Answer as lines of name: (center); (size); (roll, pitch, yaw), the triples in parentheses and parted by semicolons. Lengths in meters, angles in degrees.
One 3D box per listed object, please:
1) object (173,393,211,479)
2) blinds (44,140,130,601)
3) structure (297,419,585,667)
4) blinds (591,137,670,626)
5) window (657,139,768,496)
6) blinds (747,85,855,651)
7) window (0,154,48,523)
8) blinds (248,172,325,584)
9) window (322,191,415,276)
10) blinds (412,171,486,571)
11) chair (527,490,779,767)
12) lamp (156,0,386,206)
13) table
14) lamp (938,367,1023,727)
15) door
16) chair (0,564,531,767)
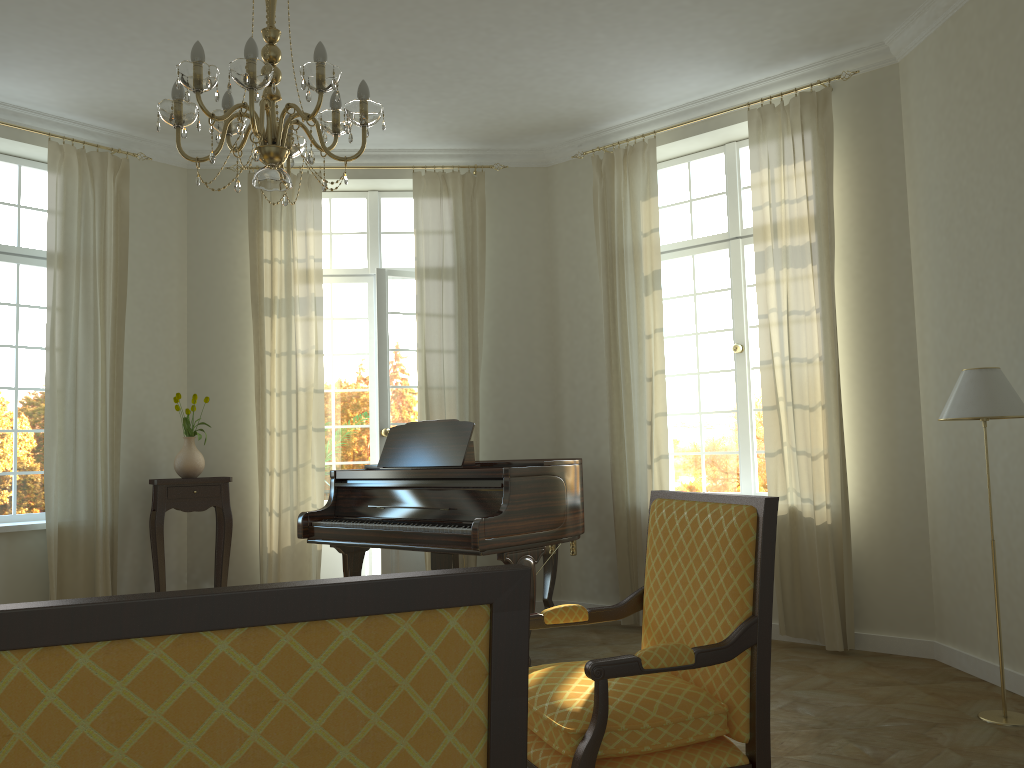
object: (-2.308, 0.370, 6.362); (0.242, 0.609, 0.264); (-3, -5, 20)
blinds: (-2.880, 0.068, 5.999); (0.159, 3.381, 0.552); (-6, -6, 44)
structure: (-0.123, 0.950, 5.560); (1.514, 1.439, 1.856); (-5, -6, 41)
blinds: (0.827, -0.022, 6.223); (0.162, 3.384, 0.554); (3, -6, -44)
window: (1.595, -0.457, 6.226); (1.400, 2.550, 0.181); (-5, -6, 41)
blinds: (1.798, -0.109, 5.450); (0.552, 3.381, 0.159); (-6, -6, 44)
window: (-3.630, -0.338, 5.847); (0.181, 2.550, 1.400); (-5, -6, 41)
blinds: (-1.677, 0.085, 6.617); (0.552, 3.386, 0.159); (-1, -5, -7)
window: (-1.123, -1.230, 7.225); (1.380, 0.680, 0.055); (-1, -4, -4)
blinds: (-0.434, 0.048, 6.657); (0.554, 3.386, 0.162); (-1, -5, -9)
chair: (0.336, 0.882, 2.630); (0.671, 1.083, 0.730); (0, -5, -20)
lamp: (-0.822, -1.383, 3.022); (0.661, 1.466, 0.662); (1, -5, -34)
table: (-2.282, 1.229, 6.298); (0.522, 1.114, 0.344); (1, -5, -29)
lamp: (2.153, 0.704, 3.971); (0.380, 1.552, 0.380); (-1, -5, -9)
door: (-1.061, 0.455, 6.908); (1.385, 2.690, 0.425); (-1, -4, -4)
chair: (-0.393, 0.795, 1.250); (0.730, 1.083, 0.671); (0, -5, -22)
